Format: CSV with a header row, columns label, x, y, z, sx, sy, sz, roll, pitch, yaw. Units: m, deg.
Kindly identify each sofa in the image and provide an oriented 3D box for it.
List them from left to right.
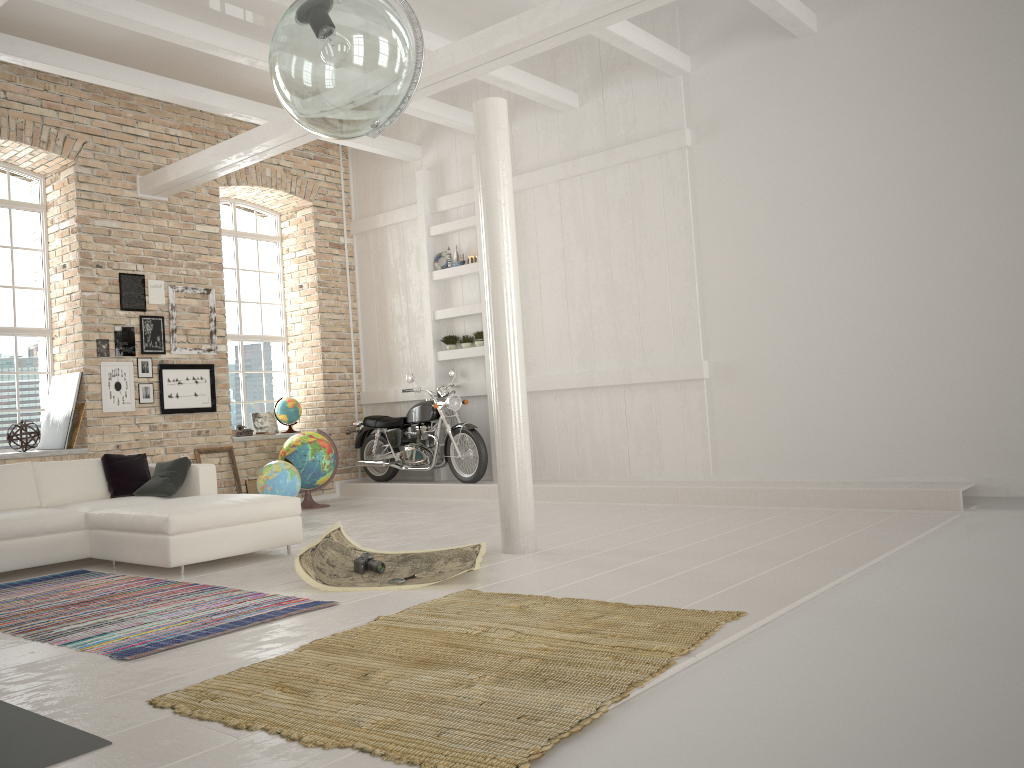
label,x,y,z,sx,sy,sz,roll,pitch,yaw
sofa,-3.392,0.978,6.196,2.320,0.842,3.060,-5,-2,39

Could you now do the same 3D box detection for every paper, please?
label,x,y,z,sx,sy,sz,roll,pitch,yaw
paper,-0.700,1.042,5.671,1.076,0.265,1.447,-4,-2,3

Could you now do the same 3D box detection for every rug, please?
label,x,y,z,sx,sy,sz,roll,pitch,yaw
rug,-2.771,1.227,3.148,2.897,0.042,1.344,-5,-2,38
rug,-2.348,1.261,5.095,2.861,0.008,1.316,-5,-2,38
rug,-0.147,1.074,3.575,1.636,0.021,2.061,-5,-2,33

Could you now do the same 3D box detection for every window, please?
label,x,y,z,sx,sy,sz,roll,pitch,yaw
window,-0.674,-1.186,4.977,12.213,2.990,1.336,-5,-3,40
window,1.201,-1.233,7.292,12.213,2.990,1.336,-5,-3,40

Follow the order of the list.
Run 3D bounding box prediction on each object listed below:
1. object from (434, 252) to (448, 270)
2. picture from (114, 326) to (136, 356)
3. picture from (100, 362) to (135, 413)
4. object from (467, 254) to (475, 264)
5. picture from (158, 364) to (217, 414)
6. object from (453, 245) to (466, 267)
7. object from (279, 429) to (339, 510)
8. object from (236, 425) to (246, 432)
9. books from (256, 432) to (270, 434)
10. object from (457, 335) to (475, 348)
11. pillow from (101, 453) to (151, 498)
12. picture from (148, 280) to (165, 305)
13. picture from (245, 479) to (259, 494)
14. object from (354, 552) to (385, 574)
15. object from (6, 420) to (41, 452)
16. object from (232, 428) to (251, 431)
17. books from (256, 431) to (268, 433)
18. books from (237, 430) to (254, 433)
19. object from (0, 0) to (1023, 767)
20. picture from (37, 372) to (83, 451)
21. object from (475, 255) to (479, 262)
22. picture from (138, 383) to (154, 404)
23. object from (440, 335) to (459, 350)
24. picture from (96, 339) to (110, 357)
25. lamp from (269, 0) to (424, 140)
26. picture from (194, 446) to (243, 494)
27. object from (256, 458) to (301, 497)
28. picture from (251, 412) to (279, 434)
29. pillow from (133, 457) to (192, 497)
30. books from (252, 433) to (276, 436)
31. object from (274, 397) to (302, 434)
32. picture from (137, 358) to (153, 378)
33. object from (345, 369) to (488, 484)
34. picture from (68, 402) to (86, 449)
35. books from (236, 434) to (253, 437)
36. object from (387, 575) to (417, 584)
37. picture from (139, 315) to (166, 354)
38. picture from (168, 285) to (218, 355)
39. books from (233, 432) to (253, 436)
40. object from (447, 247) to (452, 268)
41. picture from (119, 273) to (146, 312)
label,x,y,z,sx,sy,sz,roll,pitch,yaw
object,-0.837,-1.471,10.691,0.249,0.229,0.066,-5,-3,31
picture,-3.996,-0.439,9.204,0.015,0.306,0.214,-6,-3,39
picture,-4.023,0.029,9.107,0.014,0.514,0.342,-6,-3,39
object,-0.472,-1.446,10.365,0.099,0.120,0.114,-2,-2,-33
picture,-3.530,0.050,9.707,0.034,0.535,0.666,-6,-3,39
object,-0.626,-1.507,10.445,0.060,0.261,0.249,-2,-3,-37
object,-2.328,0.978,10.169,0.680,0.924,0.630,-4,-2,15
object,-3.197,0.523,10.535,0.092,0.090,0.488,-3,-2,-12
books,-2.938,0.582,10.509,0.140,0.014,0.100,-4,-2,22
object,-0.531,-0.495,10.407,0.238,0.158,0.217,-5,-2,31
pillow,-3.256,0.775,7.575,0.259,0.390,0.398,-6,-3,40
picture,-3.796,-0.980,9.519,0.013,0.259,0.181,-6,-3,39
picture,-2.932,1.272,10.261,0.102,0.351,0.250,-6,-3,39
object,-0.887,1.120,5.581,0.181,0.124,0.139,-5,-3,40
object,-4.667,0.499,8.520,0.325,0.308,0.287,-5,-2,31
object,-3.202,0.540,10.495,0.170,0.021,0.199,-5,-2,39
books,-2.947,0.570,10.511,0.106,0.013,0.128,-4,-2,14
books,-3.208,0.563,10.504,0.216,0.026,0.241,-5,-2,35
object,-0.953,-1.221,4.688,12.660,4.801,9.459,-5,-2,40
picture,-4.542,0.278,8.964,0.628,0.764,0.229,-5,-3,40
object,-0.378,-1.438,10.285,0.106,0.088,0.108,-3,-2,-9
picture,-3.832,0.099,9.341,0.012,0.213,0.164,-6,-3,39
object,-0.733,-0.489,10.550,0.236,0.180,0.246,-4,-2,10
picture,-4.138,-0.364,9.020,0.009,0.179,0.125,-6,-3,45
lamp,-0.608,-1.611,3.047,0.470,1.599,0.534,-2,-3,-36
picture,-3.207,1.074,9.813,0.237,0.748,0.472,-6,-3,39
object,-2.335,1.067,8.946,0.439,0.631,0.456,-3,-2,-10
picture,-3.122,0.504,11.277,0.072,0.292,0.366,-6,-3,39
pillow,-2.875,0.763,7.340,0.441,0.305,0.321,-5,-2,30
books,-2.926,0.598,10.510,0.188,0.022,0.212,-5,-2,39
object,-2.781,0.389,11.113,0.352,0.465,0.307,-6,-3,45
picture,-3.850,-0.169,9.353,0.012,0.213,0.164,-6,-3,39
object,-1.141,0.511,10.524,2.311,1.329,0.762,-5,-2,35
picture,-4.385,0.424,8.873,0.387,0.460,0.161,-5,-3,39
books,-3.205,0.614,10.491,0.216,0.025,0.238,-5,-2,40
object,-0.625,1.144,5.230,0.103,0.019,0.213,-5,-2,35
picture,-3.803,-0.519,9.440,0.011,0.409,0.272,-6,-3,39
picture,-3.513,-0.697,9.819,0.027,0.749,0.563,-6,-3,39
books,-3.210,0.589,10.495,0.217,0.030,0.238,-5,-2,38
object,-0.744,-1.499,10.582,0.066,0.267,0.068,-4,-2,-7
picture,-3.960,-0.956,9.308,0.020,0.394,0.276,-6,-3,39
